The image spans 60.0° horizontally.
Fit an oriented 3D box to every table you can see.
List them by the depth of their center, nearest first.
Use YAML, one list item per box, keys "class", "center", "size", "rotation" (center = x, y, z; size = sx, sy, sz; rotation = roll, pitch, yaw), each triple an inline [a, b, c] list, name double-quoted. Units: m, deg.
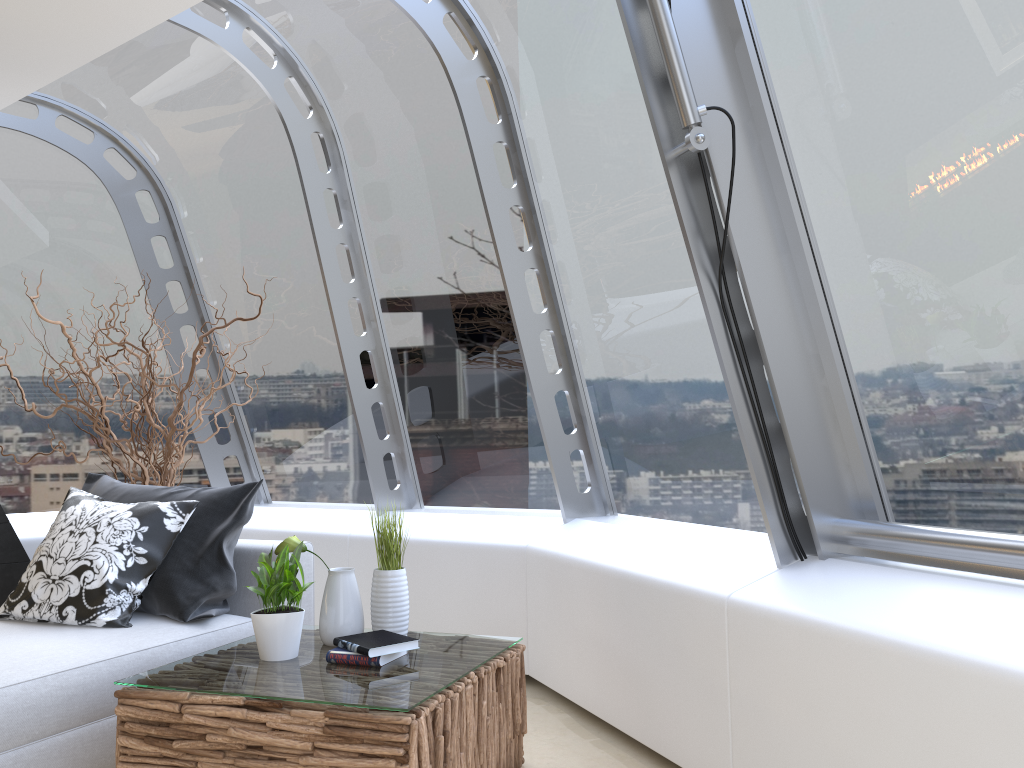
- class: "table"
  center: [-0.559, 1.089, 2.807]
  size: [1.007, 0.436, 0.923]
  rotation: [-3, -4, 21]

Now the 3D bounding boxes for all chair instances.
- class: "chair"
  center: [-1.834, 1.006, 3.192]
  size: [1.176, 0.690, 2.068]
  rotation: [-3, -4, 26]

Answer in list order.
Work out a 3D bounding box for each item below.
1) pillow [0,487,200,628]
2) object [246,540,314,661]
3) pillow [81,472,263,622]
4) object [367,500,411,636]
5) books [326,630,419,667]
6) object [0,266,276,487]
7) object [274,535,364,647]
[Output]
- class: "pillow"
  center: [-1.653, 0.678, 3.492]
  size: [0.683, 0.528, 0.431]
  rotation: [-3, -4, 20]
- class: "object"
  center: [-0.755, 0.698, 2.874]
  size: [0.215, 0.369, 0.284]
  rotation: [-1, -4, -1]
- class: "pillow"
  center: [-1.549, 0.678, 3.778]
  size: [1.070, 0.597, 0.510]
  rotation: [-3, -4, 25]
- class: "object"
  center: [-0.422, 0.632, 3.069]
  size: [0.153, 0.511, 0.150]
  rotation: [-3, -4, 24]
- class: "books"
  center: [-0.449, 0.837, 2.798]
  size: [0.265, 0.063, 0.246]
  rotation: [-5, -5, 42]
- class: "object"
  center: [-2.127, 0.441, 4.890]
  size: [1.508, 2.059, 1.370]
  rotation: [1, -5, -33]
- class: "object"
  center: [-0.659, 0.707, 3.068]
  size: [0.297, 0.370, 0.152]
  rotation: [-2, -4, 10]
